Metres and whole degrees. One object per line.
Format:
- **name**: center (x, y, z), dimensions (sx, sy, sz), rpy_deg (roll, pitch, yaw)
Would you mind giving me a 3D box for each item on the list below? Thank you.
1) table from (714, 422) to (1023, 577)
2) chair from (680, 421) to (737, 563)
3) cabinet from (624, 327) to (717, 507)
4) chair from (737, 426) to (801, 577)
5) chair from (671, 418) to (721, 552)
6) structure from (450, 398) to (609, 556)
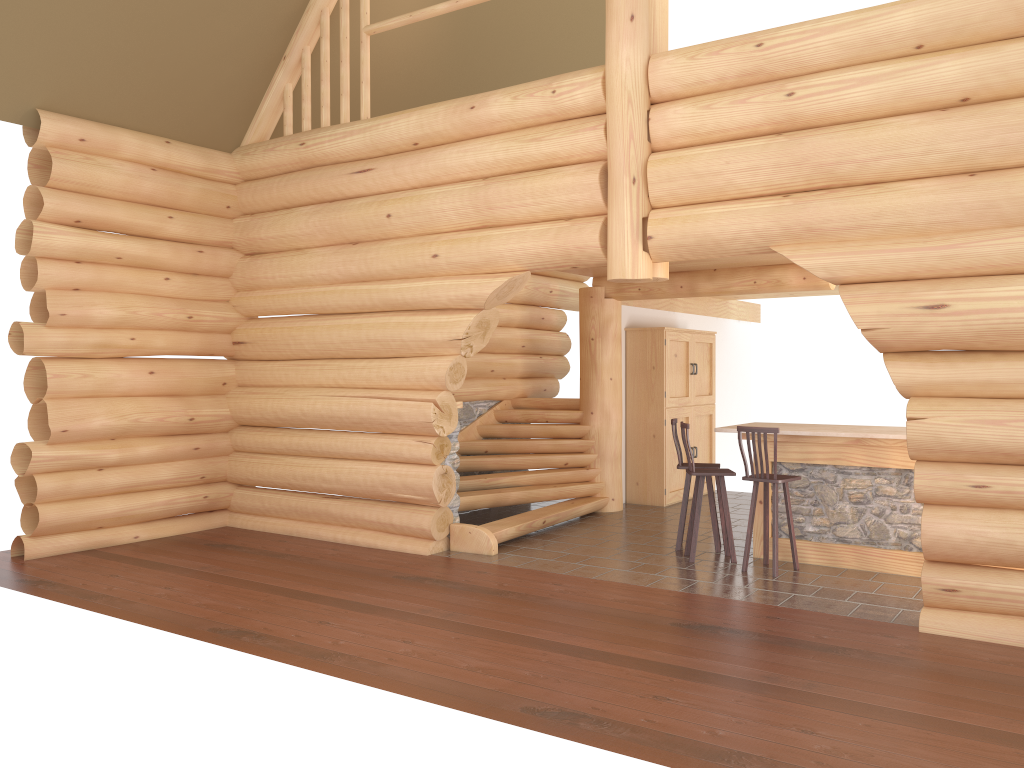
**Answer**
- **table**: center (3.648, 1.063, 8.299), dimensions (3.220, 1.257, 1.196), rpy_deg (0, 1, 34)
- **chair**: center (1.887, 1.032, 8.570), dimensions (0.504, 1.319, 0.406), rpy_deg (0, 1, 3)
- **cabinet**: center (2.330, 0.428, 12.758), dimensions (0.670, 2.403, 1.847), rpy_deg (0, 1, 34)
- **chair**: center (2.336, 1.038, 8.052), dimensions (0.406, 1.319, 0.504), rpy_deg (1, 1, 44)
- **chair**: center (1.886, 1.024, 9.092), dimensions (0.504, 1.319, 0.406), rpy_deg (0, 1, 14)
- **structure**: center (-0.190, 0.848, 10.780), dimensions (1.951, 1.643, 3.604), rpy_deg (0, 1, 28)
